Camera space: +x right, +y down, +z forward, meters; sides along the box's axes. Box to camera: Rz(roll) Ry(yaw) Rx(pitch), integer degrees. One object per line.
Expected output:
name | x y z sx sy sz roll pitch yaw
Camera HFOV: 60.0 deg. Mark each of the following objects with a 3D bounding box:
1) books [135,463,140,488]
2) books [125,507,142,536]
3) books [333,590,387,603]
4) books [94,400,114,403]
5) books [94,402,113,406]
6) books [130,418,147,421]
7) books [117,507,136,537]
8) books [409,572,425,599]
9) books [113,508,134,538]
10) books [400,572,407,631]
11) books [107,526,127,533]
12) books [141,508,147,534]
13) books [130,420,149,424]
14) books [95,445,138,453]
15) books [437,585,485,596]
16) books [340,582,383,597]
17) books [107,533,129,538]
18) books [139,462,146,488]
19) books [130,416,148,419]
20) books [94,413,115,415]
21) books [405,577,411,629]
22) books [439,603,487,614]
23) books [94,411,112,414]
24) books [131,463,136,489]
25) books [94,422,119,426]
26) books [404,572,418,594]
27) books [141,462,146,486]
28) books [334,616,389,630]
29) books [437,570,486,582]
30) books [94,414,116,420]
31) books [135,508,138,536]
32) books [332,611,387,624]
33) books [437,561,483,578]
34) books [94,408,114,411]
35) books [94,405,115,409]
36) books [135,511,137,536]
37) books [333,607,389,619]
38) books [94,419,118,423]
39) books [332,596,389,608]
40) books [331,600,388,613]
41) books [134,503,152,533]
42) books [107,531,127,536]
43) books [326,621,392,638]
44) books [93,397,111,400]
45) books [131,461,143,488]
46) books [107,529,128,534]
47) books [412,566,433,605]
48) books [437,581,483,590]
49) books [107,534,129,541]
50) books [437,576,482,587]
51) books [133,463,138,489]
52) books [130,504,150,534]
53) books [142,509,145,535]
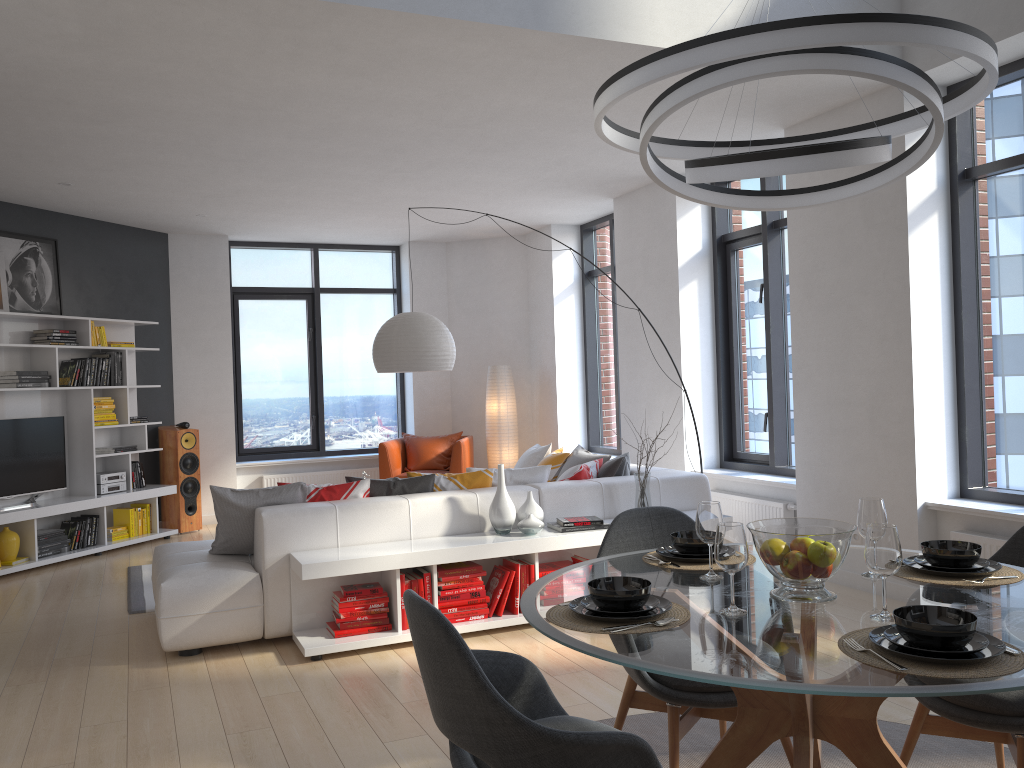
books | -3.538 0.849 8.230 0.169 0.242 0.050 -2 0 21
books | -3.489 1.262 8.146 0.185 0.250 0.035 -2 0 22
books | -0.811 1.121 4.725 0.254 0.025 0.178 -2 0 -24
books | -3.726 0.157 7.967 0.163 0.023 0.223 -2 0 26
books | -3.732 0.181 7.961 0.160 0.022 0.227 -2 0 37
books | -3.532 0.335 8.274 0.142 0.015 0.198 -2 0 20
books | -3.518 1.259 8.086 0.199 0.263 0.015 -2 0 22
books | -0.512 1.164 4.792 0.042 0.259 0.195 -2 0 -23
books | -3.528 1.261 8.057 0.198 0.255 0.044 -2 0 22
books | -0.613 1.152 4.756 0.036 0.294 0.208 -2 0 -23
books | -3.575 1.303 7.945 0.138 0.026 0.186 -2 0 22
books | -3.461 1.269 8.221 0.172 0.234 0.024 -2 0 22
books | -3.529 0.354 8.274 0.161 0.023 0.213 -2 0 25
books | -3.634 0.597 8.114 0.250 0.047 0.310 -2 0 17
books | -0.309 1.120 4.885 0.261 0.027 0.191 -2 0 -27
books | -0.801 1.094 4.719 0.206 0.029 0.152 -2 0 -17
books | -3.565 1.352 7.944 0.148 0.011 0.196 -2 0 22
books | -3.520 0.849 8.286 0.177 0.242 0.066 -2 0 21
books | -3.546 0.316 8.282 0.161 0.023 0.213 -2 0 25
books | -3.733 0.272 7.956 0.189 0.014 0.251 -2 0 25
books | -0.582 1.168 4.772 0.031 0.255 0.181 -2 0 -23
books | -0.293 1.216 4.868 0.266 0.026 0.187 -2 0 -24
books | -3.719 0.254 7.940 0.145 0.023 0.217 -2 0 26
books | -3.569 0.853 8.192 0.189 0.240 0.053 -2 0 22
books | -3.704 0.358 7.951 0.194 0.028 0.257 -2 0 27
books | -0.551 1.166 4.787 0.034 0.259 0.207 -2 0 -23
books | -3.537 0.853 8.329 0.179 0.233 0.077 -2 0 22
books | -0.804 1.254 4.725 0.259 0.034 0.206 -2 0 -20
books | -0.301 1.046 4.886 0.266 0.026 0.187 -2 0 -29
books | -3.719 0.300 7.953 0.189 0.042 0.243 -2 0 22
books | -3.501 1.262 8.122 0.180 0.251 0.019 -2 0 22
books | -0.810 1.225 4.713 0.266 0.026 0.187 -2 0 -18
books | -0.322 1.017 4.887 0.259 0.034 0.206 -2 0 -26
books | -3.731 0.234 7.958 0.171 0.019 0.239 -2 0 22
books | -3.726 0.208 7.967 0.176 0.033 0.239 -2 0 25
books | -3.491 1.275 8.095 0.156 0.229 0.024 -2 0 22
books | -0.804 1.199 4.724 0.257 0.025 0.182 -2 0 -23
books | -3.713 0.333 7.951 0.203 0.024 0.257 -2 0 25
books | -0.807 1.146 4.723 0.269 0.028 0.179 -2 0 -22
books | -0.816 1.174 4.737 0.261 0.028 0.191 -2 0 -23
books | -3.455 1.251 8.278 0.213 0.270 0.025 -2 0 22
books | -3.549 1.338 7.932 0.113 0.018 0.169 -2 0 23
books | -0.815 1.288 4.711 0.301 0.032 0.227 -2 0 -23
books | -3.751 0.135 7.967 0.163 0.023 0.223 -2 0 26
books | -3.538 0.844 8.261 0.193 0.255 0.066 -2 0 21
books | -3.561 1.322 7.944 0.134 0.014 0.187 -2 0 22
books | -0.483 1.147 4.811 0.049 0.291 0.214 -2 0 -23
books | -0.300 1.095 4.885 0.236 0.023 0.178 -2 0 -23
books | -3.561 1.374 7.942 0.147 0.033 0.190 -2 0 22
books | -0.321 1.072 4.885 0.257 0.025 0.182 -2 0 -23
books | -3.553 0.853 8.212 0.170 0.236 0.049 -2 0 22
books | -3.457 1.251 8.250 0.204 0.270 0.029 -2 0 22
books | -3.468 1.269 8.195 0.172 0.234 0.024 -2 0 22
